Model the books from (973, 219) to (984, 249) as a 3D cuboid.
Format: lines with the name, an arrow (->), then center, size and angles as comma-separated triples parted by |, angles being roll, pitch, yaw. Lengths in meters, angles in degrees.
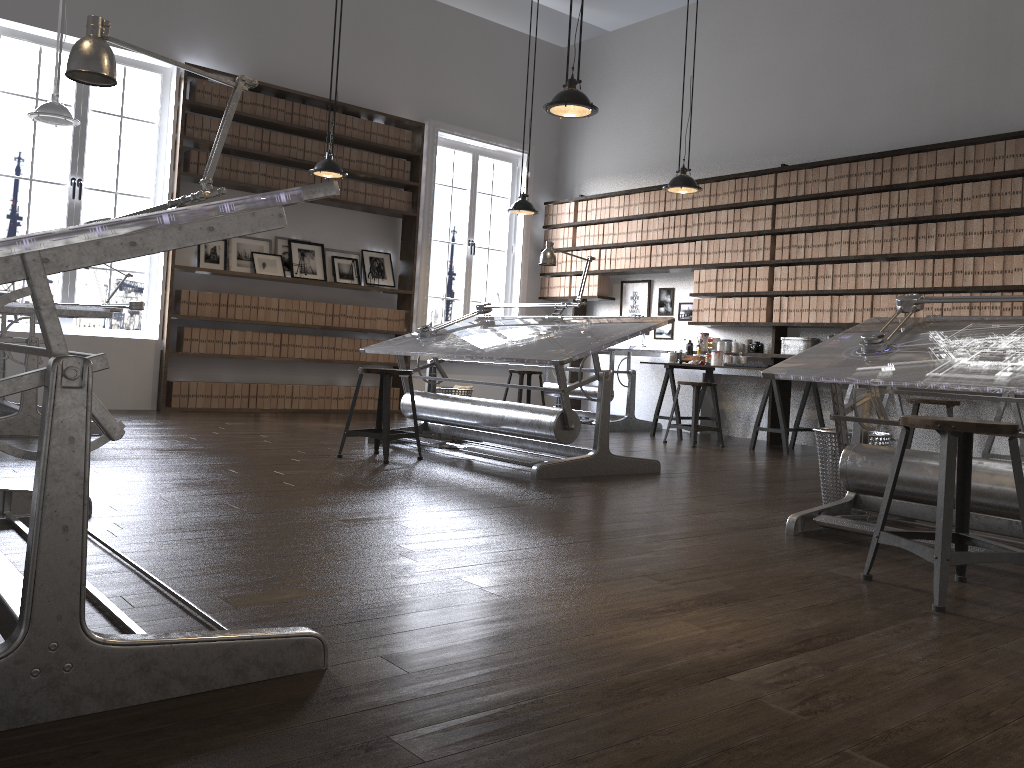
books -> 3.459, -1.087, 6.502 | 0.174, 0.226, 0.067 | 4, -1, -39

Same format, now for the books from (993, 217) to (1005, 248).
books -> 3.551, -1.078, 6.393 | 0.174, 0.226, 0.067 | 4, -1, -39

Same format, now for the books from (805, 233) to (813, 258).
books -> 2.586, -1.169, 7.575 | 0.174, 0.226, 0.067 | 4, -1, -39

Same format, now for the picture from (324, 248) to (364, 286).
picture -> -1.689, -1.162, 8.870 | 0.433, 0.361, 0.095 | 3, -1, -39

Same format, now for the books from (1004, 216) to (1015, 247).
books -> 3.596, -1.074, 6.340 | 0.174, 0.226, 0.067 | 4, -1, -39

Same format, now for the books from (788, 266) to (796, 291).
books -> 2.473, -0.901, 7.676 | 0.174, 0.226, 0.067 | 4, -1, -39

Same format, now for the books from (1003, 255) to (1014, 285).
books -> 3.584, -0.796, 6.325 | 0.174, 0.226, 0.067 | 4, -1, -39

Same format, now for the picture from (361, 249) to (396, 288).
picture -> -1.372, -1.184, 9.092 | 0.342, 0.365, 0.161 | 3, -1, -39

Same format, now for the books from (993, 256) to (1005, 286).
books -> 3.539, -0.800, 6.373 | 0.174, 0.226, 0.067 | 4, -1, -39

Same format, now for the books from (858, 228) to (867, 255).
books -> 2.891, -1.140, 7.203 | 0.174, 0.226, 0.067 | 4, -1, -39

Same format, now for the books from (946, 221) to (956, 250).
books -> 3.336, -1.098, 6.657 | 0.174, 0.226, 0.067 | 4, -1, -39

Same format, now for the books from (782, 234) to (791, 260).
books -> 2.444, -1.182, 7.739 | 0.174, 0.226, 0.067 | 4, -1, -39

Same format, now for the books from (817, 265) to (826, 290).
books -> 2.654, -0.884, 7.465 | 0.174, 0.226, 0.067 | 4, -1, -39

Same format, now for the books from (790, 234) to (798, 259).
books -> 2.496, -1.177, 7.685 | 0.174, 0.226, 0.067 | 4, -1, -39

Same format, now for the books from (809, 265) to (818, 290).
books -> 2.602, -0.889, 7.520 | 0.174, 0.226, 0.067 | 4, -1, -39

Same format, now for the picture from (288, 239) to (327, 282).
picture -> -1.976, -1.187, 8.570 | 0.373, 0.392, 0.149 | 3, -1, -39

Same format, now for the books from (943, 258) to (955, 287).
books -> 3.314, -0.822, 6.649 | 0.174, 0.226, 0.067 | 4, -1, -39

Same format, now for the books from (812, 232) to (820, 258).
books -> 2.631, -1.165, 7.520 | 0.174, 0.226, 0.067 | 4, -1, -39

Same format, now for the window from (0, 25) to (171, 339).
window -> -3.606, -1.582, 7.313 | 1.480, 2.500, 0.153 | 4, -1, -39

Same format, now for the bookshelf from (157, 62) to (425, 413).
bookshelf -> -2.095, -0.885, 8.505 | 2.469, 3.727, 0.413 | 4, -1, -39

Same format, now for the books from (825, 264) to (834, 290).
books -> 2.695, -0.880, 7.407 | 0.174, 0.226, 0.067 | 4, -1, -39

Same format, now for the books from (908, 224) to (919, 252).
books -> 3.150, -1.116, 6.876 | 0.174, 0.226, 0.067 | 4, -1, -39

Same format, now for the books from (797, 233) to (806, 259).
books -> 2.538, -1.173, 7.627 | 0.174, 0.226, 0.067 | 4, -1, -39

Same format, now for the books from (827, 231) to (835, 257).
books -> 2.715, -1.157, 7.415 | 0.174, 0.226, 0.067 | 4, -1, -39

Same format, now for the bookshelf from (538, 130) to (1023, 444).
bookshelf -> 3.324, -0.255, 6.722 | 0.373, 3.210, 9.190 | 4, 0, -39

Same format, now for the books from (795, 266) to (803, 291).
books -> 2.516, -0.897, 7.630 | 0.174, 0.226, 0.067 | 4, -1, -39

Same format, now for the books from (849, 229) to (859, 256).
books -> 2.845, -1.144, 7.256 | 0.174, 0.226, 0.067 | 4, -1, -39

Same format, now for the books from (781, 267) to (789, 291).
books -> 2.427, -0.905, 7.732 | 0.174, 0.226, 0.067 | 4, -1, -39

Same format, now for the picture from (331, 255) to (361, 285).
picture -> -1.656, -1.125, 8.845 | 0.289, 0.291, 0.127 | 3, -1, -39

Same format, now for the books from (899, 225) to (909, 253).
books -> 3.107, -1.120, 6.937 | 0.174, 0.226, 0.067 | 4, -1, -39

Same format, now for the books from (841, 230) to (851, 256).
books -> 2.798, -1.149, 7.308 | 0.174, 0.226, 0.067 | 4, -1, -39

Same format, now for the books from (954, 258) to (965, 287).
books -> 3.366, -0.817, 6.594 | 0.174, 0.226, 0.067 | 4, -1, -39

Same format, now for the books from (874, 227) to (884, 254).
books -> 2.975, -1.132, 7.089 | 0.174, 0.226, 0.067 | 4, -1, -39

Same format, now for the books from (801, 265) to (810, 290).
books -> 2.560, -0.893, 7.581 | 0.174, 0.226, 0.067 | 4, -1, -39

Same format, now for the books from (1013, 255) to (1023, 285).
books -> 3.623, -0.793, 6.275 | 0.174, 0.226, 0.067 | 4, -1, -39

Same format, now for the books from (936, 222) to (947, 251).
books -> 3.291, -1.103, 6.712 | 0.174, 0.226, 0.067 | 4, -1, -39

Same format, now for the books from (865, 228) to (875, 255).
books -> 2.932, -1.136, 7.147 | 0.174, 0.226, 0.067 | 4, -1, -39

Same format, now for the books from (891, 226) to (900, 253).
books -> 3.064, -1.124, 6.986 | 0.174, 0.226, 0.067 | 4, -1, -39

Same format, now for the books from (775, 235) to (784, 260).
books -> 2.402, -1.186, 7.800 | 0.174, 0.226, 0.067 | 4, -1, -39

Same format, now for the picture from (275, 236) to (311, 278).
picture -> -2.106, -1.201, 8.531 | 0.369, 0.406, 0.091 | 3, -1, -39

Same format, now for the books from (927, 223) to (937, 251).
books -> 3.243, -1.107, 6.764 | 0.174, 0.226, 0.067 | 4, -1, -39

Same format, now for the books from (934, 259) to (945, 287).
books -> 3.272, -0.826, 6.710 | 0.174, 0.226, 0.067 | 4, -1, -39

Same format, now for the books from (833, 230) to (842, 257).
books -> 2.753, -1.153, 7.365 | 0.174, 0.226, 0.067 | 4, -1, -39

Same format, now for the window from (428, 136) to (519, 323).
window -> -0.469, -1.474, 9.728 | 1.242, 2.312, 0.153 | 4, -1, -39

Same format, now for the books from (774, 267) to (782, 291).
books -> 2.384, -0.909, 7.790 | 0.174, 0.226, 0.067 | 4, -1, -39

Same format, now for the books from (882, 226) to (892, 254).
books -> 3.021, -1.128, 7.033 | 0.174, 0.226, 0.067 | 4, -1, -39

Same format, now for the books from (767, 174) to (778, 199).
books -> 2.360, -1.745, 7.893 | 0.174, 0.226, 0.067 | 4, -1, -39

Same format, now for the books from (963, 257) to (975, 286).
books -> 3.408, -0.813, 6.536 | 0.174, 0.226, 0.067 | 4, -1, -39

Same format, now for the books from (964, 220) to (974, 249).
books -> 3.420, -1.090, 6.552 | 0.174, 0.226, 0.067 | 4, -1, -39

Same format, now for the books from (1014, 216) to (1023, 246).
books -> 3.637, -1.070, 6.284 | 0.174, 0.226, 0.067 | 4, -1, -39

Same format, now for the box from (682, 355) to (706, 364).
box -> 1.685, -0.221, 8.146 | 0.137, 0.083, 0.212 | 3, 1, -40

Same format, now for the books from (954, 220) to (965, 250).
books -> 3.374, -1.094, 6.601 | 0.174, 0.226, 0.067 | 4, -1, -39

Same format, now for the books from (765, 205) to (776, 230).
books -> 2.340, -1.468, 7.893 | 0.174, 0.226, 0.067 | 4, -1, -39

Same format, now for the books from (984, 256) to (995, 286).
books -> 3.500, -0.804, 6.429 | 0.174, 0.226, 0.067 | 4, -1, -39

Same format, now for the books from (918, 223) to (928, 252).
books -> 3.202, -1.111, 6.822 | 0.174, 0.226, 0.067 | 4, -1, -39

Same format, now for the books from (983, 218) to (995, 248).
books -> 3.503, -1.082, 6.445 | 0.174, 0.226, 0.067 | 4, -1, -39

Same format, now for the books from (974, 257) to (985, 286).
books -> 3.456, -0.809, 6.484 | 0.174, 0.226, 0.067 | 4, -1, -39

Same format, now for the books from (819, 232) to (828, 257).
books -> 2.669, -1.161, 7.464 | 0.174, 0.226, 0.067 | 4, -1, -39
